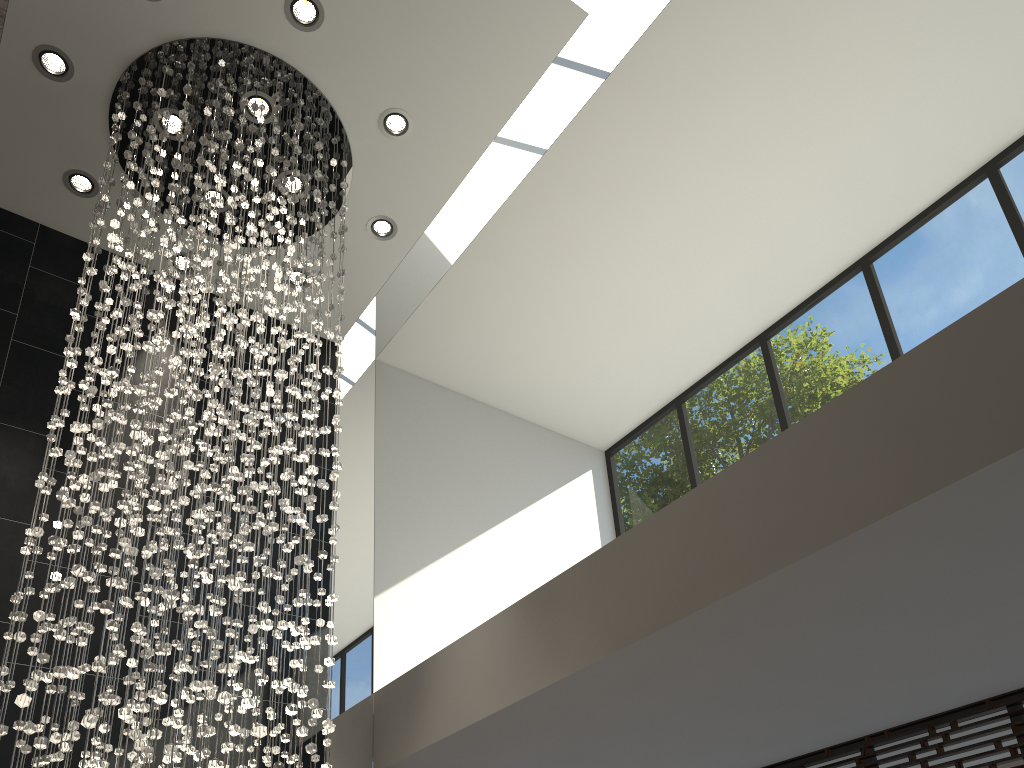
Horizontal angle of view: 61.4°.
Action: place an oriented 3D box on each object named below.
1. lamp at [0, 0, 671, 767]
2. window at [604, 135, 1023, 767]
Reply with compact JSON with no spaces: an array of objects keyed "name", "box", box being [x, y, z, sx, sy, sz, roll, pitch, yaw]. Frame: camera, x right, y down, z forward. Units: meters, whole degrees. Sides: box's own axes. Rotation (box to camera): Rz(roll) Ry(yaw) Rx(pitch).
[{"name":"lamp","box":[-8.168,-37.560,17.933,399.810,103.138,442.557,3,-36,-10]},{"name":"window","box":[1.928,0.858,3.637,2.430,5.376,6.618,16,-38,-31]}]
